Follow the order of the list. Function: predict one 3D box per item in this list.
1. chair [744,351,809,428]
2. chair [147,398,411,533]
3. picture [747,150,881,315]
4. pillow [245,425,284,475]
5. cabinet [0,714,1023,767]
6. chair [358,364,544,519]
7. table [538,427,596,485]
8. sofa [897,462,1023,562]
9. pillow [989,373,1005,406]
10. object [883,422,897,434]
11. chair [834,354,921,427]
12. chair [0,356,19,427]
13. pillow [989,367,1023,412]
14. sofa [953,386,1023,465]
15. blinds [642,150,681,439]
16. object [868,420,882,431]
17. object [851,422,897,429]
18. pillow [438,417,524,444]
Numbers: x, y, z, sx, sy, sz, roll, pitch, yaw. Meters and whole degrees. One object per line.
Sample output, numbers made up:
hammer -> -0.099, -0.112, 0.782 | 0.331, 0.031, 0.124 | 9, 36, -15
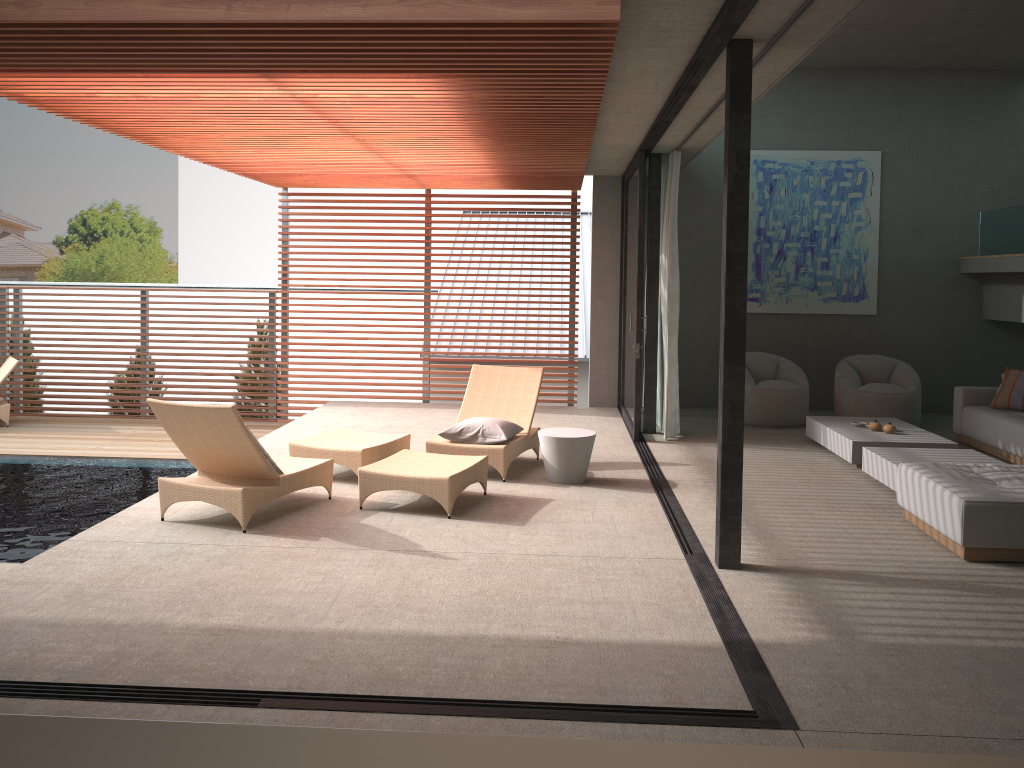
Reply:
chair -> 2.959, 0.050, 10.235 | 0.922, 0.785, 0.925 | 1, 5, 7
chair -> -1.618, 0.407, 6.632 | 0.701, 0.823, 2.305 | 2, 6, 22
picture -> 3.747, -1.913, 11.150 | 1.720, 2.043, 0.030 | 1, 2, 3
pillow -> -1.900, 0.418, 5.918 | 0.609, 0.426, 0.428 | 3, 5, 21
cabinet -> -0.880, 1.024, 1.037 | 4.120, 0.897, 0.804 | 1, 4, 3
chair -> -0.390, 0.365, 7.145 | 0.701, 0.823, 2.305 | 2, 6, 18
table -> 0.444, 0.589, 7.194 | 0.475, 0.392, 0.477 | 0, 5, -15
sofa -> 3.415, 0.621, 5.550 | 1.596, 0.730, 1.018 | 1, 5, 3
pillow -> 5.113, 0.098, 8.801 | 0.620, 0.419, 0.312 | 5, 6, 40
object -> 3.459, 0.401, 8.094 | 0.120, 0.105, 0.120 | 4, 6, 37
chair -> 4.163, 0.086, 10.076 | 0.923, 0.785, 0.924 | 3, 5, 27
chair -> -7.276, 0.150, 10.657 | 2.297, 0.824, 0.703 | -4, 6, -37
pillow -> 5.046, 0.077, 8.614 | 0.341, 0.440, 0.658 | -3, 6, -43
sofa -> 4.989, 0.413, 7.417 | 1.049, 0.749, 3.479 | 1, 7, 3
blinds -> 1.709, -1.032, 10.087 | 0.223, 2.913, 2.437 | 1, 4, 3
object -> 3.384, 0.384, 8.229 | 0.119, 0.105, 0.120 | 1, 5, 7
object -> 3.423, 0.403, 8.358 | 0.155, 0.039, 0.439 | -5, 9, -41
pillow -> -0.253, 0.387, 7.456 | 0.595, 0.193, 0.597 | 2, 6, 14
